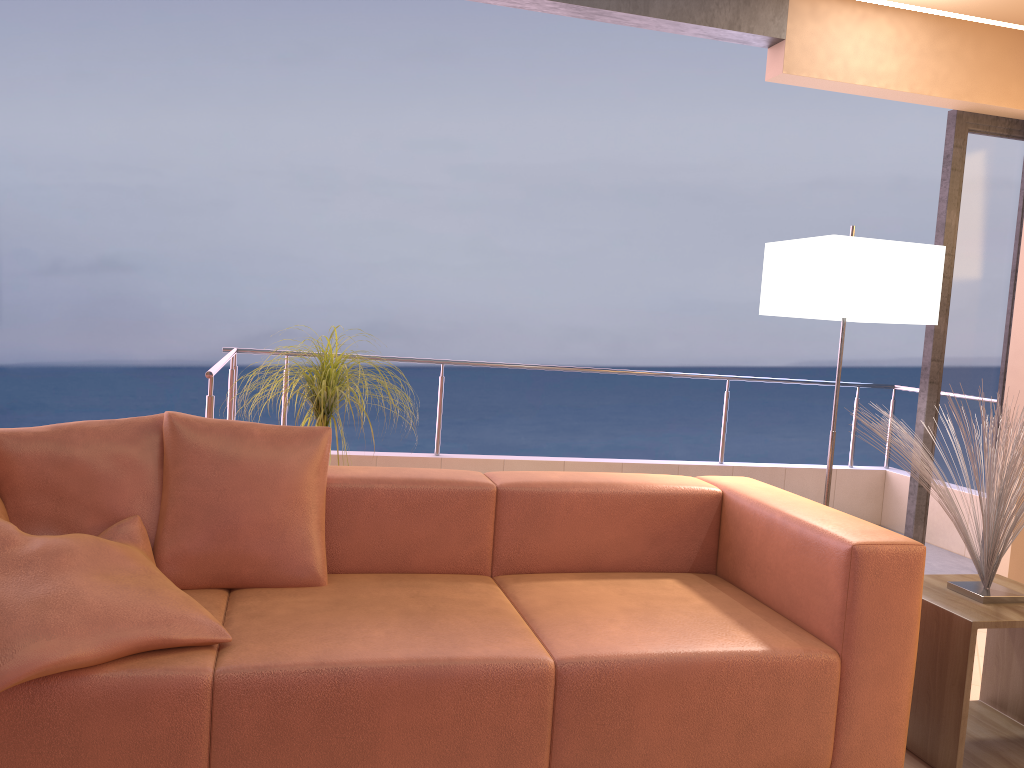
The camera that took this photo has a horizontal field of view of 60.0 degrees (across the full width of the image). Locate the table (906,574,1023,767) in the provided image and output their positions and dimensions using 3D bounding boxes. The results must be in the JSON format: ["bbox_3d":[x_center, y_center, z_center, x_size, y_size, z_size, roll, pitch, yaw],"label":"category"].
[{"bbox_3d":[1.365,0.831,2.594,0.469,0.436,0.415,3,4,-14],"label":"table"}]

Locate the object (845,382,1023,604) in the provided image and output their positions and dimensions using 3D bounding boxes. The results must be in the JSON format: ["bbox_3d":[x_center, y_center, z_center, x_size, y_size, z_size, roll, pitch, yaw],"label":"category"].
[{"bbox_3d":[1.382,0.292,2.638,0.703,0.634,0.700,7,5,32],"label":"object"}]

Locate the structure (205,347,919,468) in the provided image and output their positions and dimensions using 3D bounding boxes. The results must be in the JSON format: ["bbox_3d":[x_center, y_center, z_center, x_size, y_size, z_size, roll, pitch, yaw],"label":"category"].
[{"bbox_3d":[0.675,0.248,4.433,4.176,0.541,1.663,3,4,-14],"label":"structure"}]

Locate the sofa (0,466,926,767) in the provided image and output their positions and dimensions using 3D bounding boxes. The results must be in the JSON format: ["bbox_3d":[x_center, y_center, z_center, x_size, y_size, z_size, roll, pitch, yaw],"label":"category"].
[{"bbox_3d":[-0.375,0.624,2.398,2.781,0.672,0.943,3,4,-14],"label":"sofa"}]

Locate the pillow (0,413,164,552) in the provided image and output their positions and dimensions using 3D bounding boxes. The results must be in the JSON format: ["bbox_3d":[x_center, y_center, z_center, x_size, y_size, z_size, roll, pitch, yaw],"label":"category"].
[{"bbox_3d":[-1.114,0.300,2.342,0.492,0.446,0.255,1,5,-31],"label":"pillow"}]

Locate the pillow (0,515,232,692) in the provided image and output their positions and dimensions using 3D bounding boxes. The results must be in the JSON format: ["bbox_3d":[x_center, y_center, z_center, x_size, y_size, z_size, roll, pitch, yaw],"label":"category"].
[{"bbox_3d":[-0.983,0.435,1.986,0.514,0.292,0.517,8,6,44],"label":"pillow"}]

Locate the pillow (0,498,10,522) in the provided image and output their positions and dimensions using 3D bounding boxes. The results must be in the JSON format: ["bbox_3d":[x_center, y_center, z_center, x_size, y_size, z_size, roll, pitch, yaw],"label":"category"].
[{"bbox_3d":[-1.357,0.308,2.087,0.314,0.455,0.519,3,4,-18],"label":"pillow"}]

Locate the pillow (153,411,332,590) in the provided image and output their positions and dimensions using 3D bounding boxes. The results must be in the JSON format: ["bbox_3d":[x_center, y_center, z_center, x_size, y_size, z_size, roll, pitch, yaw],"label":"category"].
[{"bbox_3d":[-0.734,0.321,2.437,0.470,0.468,0.211,2,4,-19],"label":"pillow"}]

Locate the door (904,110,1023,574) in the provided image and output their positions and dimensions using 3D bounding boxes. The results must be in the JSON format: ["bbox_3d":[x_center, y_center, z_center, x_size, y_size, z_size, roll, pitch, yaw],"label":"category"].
[{"bbox_3d":[2.006,-0.065,3.862,0.480,2.160,0.056,3,4,-14],"label":"door"}]

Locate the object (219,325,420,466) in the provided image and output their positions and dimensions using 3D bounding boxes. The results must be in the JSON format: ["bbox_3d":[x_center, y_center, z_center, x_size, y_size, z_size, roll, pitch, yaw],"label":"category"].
[{"bbox_3d":[-0.730,0.318,3.362,0.729,1.088,0.703,8,6,44],"label":"object"}]

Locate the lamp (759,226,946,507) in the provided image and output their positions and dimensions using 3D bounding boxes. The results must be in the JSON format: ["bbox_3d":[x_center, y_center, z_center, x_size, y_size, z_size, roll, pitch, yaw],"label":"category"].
[{"bbox_3d":[1.203,0.202,3.327,0.454,1.578,0.454,3,4,-14],"label":"lamp"}]
